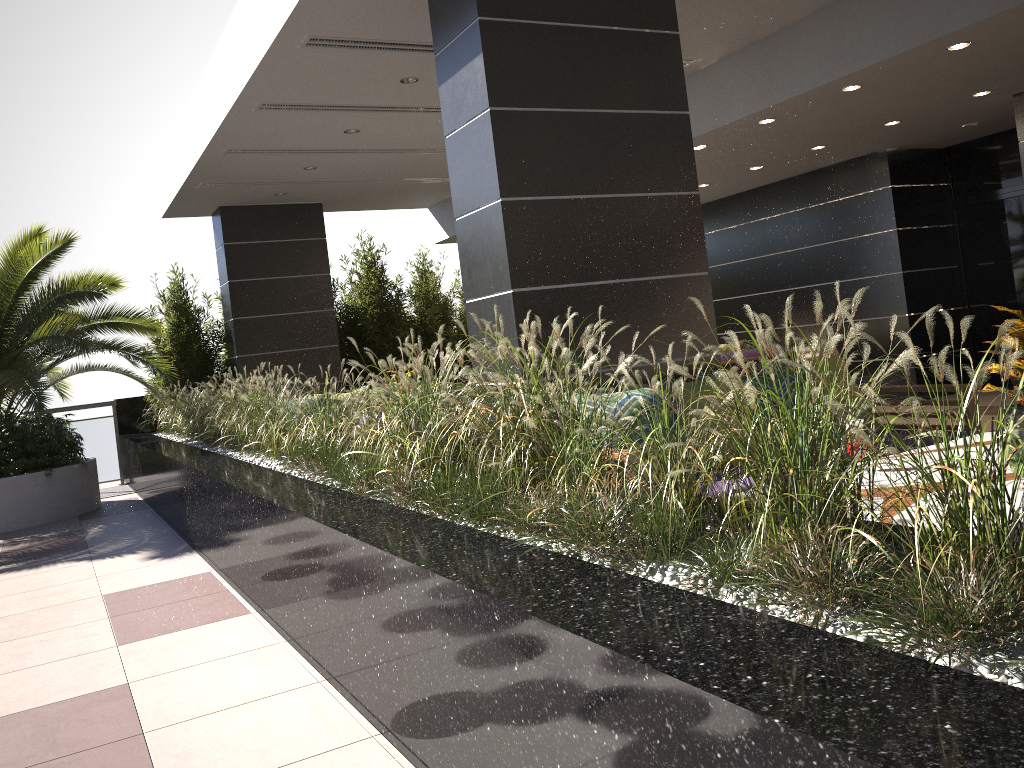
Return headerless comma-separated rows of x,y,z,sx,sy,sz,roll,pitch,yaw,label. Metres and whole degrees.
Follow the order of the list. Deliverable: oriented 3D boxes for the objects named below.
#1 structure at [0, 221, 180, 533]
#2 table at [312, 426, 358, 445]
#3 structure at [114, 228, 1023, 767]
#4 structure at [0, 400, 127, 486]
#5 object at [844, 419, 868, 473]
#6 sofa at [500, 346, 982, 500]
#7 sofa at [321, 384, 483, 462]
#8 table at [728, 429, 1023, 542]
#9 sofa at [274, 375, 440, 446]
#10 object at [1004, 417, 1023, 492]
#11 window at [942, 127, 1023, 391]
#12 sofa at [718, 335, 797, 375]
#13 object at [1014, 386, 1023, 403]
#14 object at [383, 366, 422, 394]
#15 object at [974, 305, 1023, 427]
-5.428,-0.233,8.909,3.744,3.306,3.808,-7,1,15,structure
-0.943,0.623,8.356,2.043,0.554,0.938,-8,2,-28,table
3.809,-1.012,2.753,7.841,3.124,24.650,-8,3,-28,structure
-6.290,1.360,0.552,12.957,1.059,17.447,-8,3,-28,structure
1.212,0.217,3.107,0.069,0.181,0.068,-6,-1,-45,object
1.156,0.356,4.356,2.132,0.920,1.116,-8,1,-28,sofa
-0.350,0.417,7.208,2.132,0.920,1.116,-8,1,-28,sofa
1.870,0.510,3.030,2.043,0.554,0.938,-8,2,-28,table
-1.546,0.465,9.472,2.132,0.920,1.116,-8,1,-28,sofa
1.454,0.198,2.530,0.069,0.211,0.068,-6,-1,-45,object
5.449,-1.307,9.164,0.109,2.764,1.820,-6,0,-28,window
2.245,-0.039,10.401,2.132,0.920,1.116,-8,1,-28,sofa
2.052,0.092,3.519,0.084,0.190,0.067,-7,-1,-3,object
-1.011,0.088,8.366,0.430,0.527,0.424,-7,0,-11,object
1.809,-0.026,3.032,0.431,0.527,0.424,-7,0,-16,object
